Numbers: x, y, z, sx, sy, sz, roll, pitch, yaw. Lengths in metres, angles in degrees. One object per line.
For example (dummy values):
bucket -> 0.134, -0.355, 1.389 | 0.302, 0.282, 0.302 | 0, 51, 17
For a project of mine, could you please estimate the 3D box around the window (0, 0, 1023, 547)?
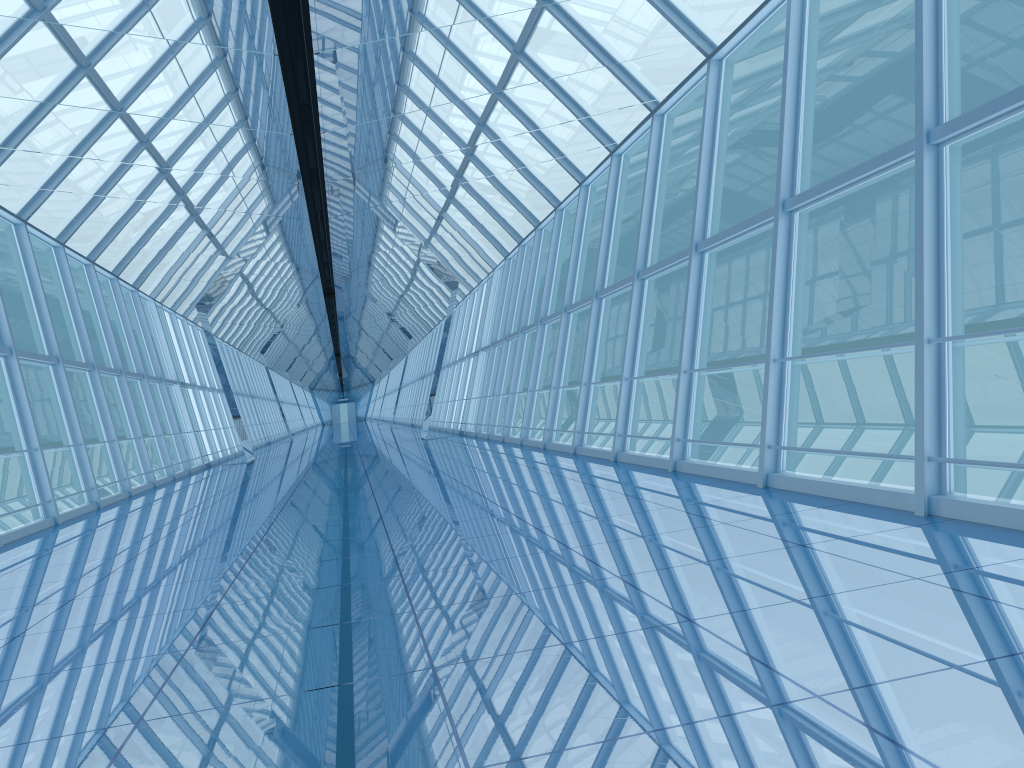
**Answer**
window -> -10.172, 0.391, 50.272 | 9.976, 4.928, 105.150 | -6, -1, -11
